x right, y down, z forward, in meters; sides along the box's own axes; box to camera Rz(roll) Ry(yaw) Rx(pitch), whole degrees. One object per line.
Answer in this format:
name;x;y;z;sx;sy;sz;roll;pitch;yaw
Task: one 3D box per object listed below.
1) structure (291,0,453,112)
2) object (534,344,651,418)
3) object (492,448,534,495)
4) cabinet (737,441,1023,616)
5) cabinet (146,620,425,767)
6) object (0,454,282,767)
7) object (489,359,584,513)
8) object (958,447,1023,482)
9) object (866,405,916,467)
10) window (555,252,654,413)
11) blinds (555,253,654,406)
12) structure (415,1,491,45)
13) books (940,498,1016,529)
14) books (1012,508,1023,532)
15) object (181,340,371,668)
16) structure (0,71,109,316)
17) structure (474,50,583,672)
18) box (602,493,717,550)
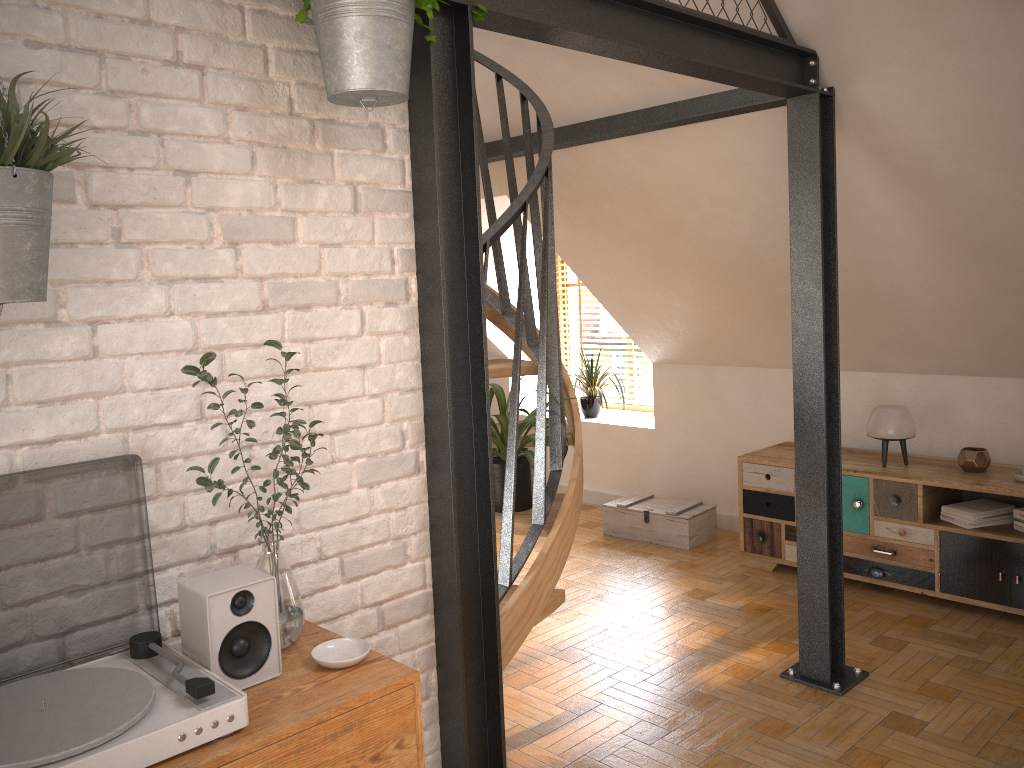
structure;-0.309;-0.899;1.841;0.438;0.650;0.424;-4;5;-14
object;0.614;-0.038;6.895;1.019;0.582;0.924;-5;6;-26
object;-0.449;0.673;7.213;0.698;0.428;1.156;-8;8;-44
cabinet;2.103;0.743;4.639;0.598;0.632;1.760;-7;8;-44
cabinet;-0.740;1.067;1.371;1.268;0.960;0.456;-8;7;-44
object;-0.758;0.374;1.395;0.789;0.413;0.415;-8;8;-44
object;-0.046;0.143;3.106;0.457;0.590;0.530;1;6;33
object;2.384;0.392;4.321;0.148;0.113;0.426;-5;7;-28
object;1.994;0.273;4.660;0.241;0.312;0.241;-6;6;-34
window;-0.003;-0.768;1.853;8.653;4.452;7.791;-8;8;-44
blinds;0.856;-0.582;7.073;0.070;1.480;1.431;-6;6;-44
structure;-0.383;-1.681;1.986;0.458;1.865;1.308;1;6;43
books;2.284;0.634;4.336;0.306;0.073;0.211;-5;6;-19
books;2.479;0.641;4.070;0.221;0.101;0.279;-3;6;-7
object;-0.462;0.223;1.709;0.296;0.619;0.291;-5;5;-29
structure;-0.843;-0.370;1.374;0.360;0.533;0.385;-6;6;-34
structure;-0.629;-0.569;3.402;1.630;3.807;2.252;-5;5;-29
box;0.950;0.879;5.751;0.642;0.217;0.377;3;8;41
